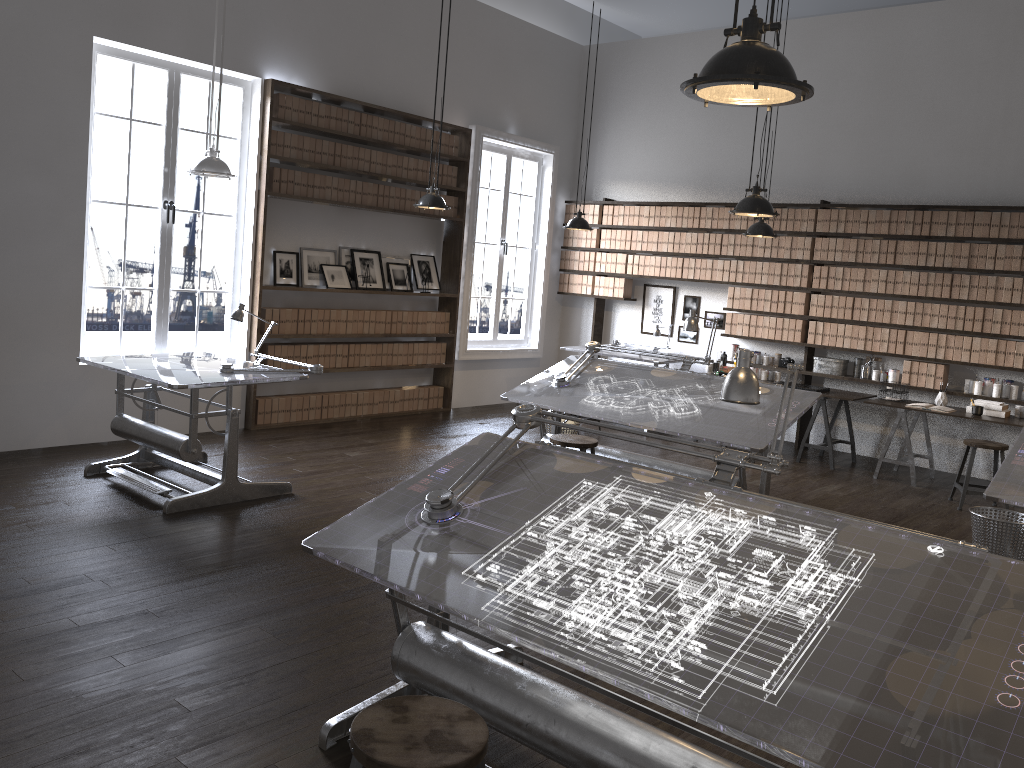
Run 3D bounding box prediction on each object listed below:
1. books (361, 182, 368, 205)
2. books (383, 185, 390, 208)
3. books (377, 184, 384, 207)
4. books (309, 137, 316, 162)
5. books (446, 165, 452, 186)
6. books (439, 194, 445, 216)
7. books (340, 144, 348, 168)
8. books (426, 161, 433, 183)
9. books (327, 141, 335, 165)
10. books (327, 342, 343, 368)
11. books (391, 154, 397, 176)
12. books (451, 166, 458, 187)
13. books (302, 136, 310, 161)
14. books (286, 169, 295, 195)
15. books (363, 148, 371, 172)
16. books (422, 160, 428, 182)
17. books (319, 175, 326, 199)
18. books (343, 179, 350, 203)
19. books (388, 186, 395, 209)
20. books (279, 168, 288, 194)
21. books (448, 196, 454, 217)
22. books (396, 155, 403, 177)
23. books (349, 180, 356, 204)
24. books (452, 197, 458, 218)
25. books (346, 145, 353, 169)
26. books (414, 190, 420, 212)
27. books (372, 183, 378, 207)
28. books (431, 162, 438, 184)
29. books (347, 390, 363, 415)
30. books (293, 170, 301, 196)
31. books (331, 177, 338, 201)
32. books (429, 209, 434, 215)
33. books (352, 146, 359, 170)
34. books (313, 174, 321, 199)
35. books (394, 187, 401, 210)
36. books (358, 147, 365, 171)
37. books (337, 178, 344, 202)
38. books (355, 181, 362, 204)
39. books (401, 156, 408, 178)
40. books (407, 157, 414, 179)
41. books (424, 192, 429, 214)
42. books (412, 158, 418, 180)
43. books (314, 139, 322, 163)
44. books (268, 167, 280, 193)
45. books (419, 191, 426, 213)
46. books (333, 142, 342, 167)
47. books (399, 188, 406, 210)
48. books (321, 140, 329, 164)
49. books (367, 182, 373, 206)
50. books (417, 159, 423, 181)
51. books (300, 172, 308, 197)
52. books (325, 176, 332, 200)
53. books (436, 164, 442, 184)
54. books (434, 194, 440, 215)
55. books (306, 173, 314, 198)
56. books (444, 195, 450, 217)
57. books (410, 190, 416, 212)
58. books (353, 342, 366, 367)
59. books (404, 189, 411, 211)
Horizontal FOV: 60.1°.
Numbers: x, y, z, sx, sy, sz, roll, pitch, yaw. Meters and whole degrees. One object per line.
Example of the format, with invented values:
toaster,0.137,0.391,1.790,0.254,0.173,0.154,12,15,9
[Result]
books,-1.465,-1.821,8.480,0.175,0.225,0.067,9,6,40
books,-1.290,-1.835,8.696,0.175,0.225,0.067,9,6,40
books,-1.334,-1.831,8.635,0.175,0.225,0.067,9,6,40
books,-1.853,-2.102,7.980,0.175,0.225,0.067,9,6,40
books,-0.718,-2.183,9.316,0.175,0.224,0.067,9,6,40
books,-0.789,-1.869,9.275,0.175,0.225,0.067,9,6,40
books,-1.619,-2.119,8.256,0.175,0.224,0.067,9,6,40
books,-0.906,-2.169,9.094,0.175,0.225,0.067,9,6,40
books,-1.716,-2.112,8.142,0.175,0.225,0.067,9,6,40
books,-1.704,-0.279,8.464,0.175,0.225,0.067,9,6,40
books,-1.218,-2.147,8.728,0.175,0.225,0.067,9,6,40
books,-0.667,-2.186,9.372,0.175,0.224,0.067,9,6,40
books,-1.892,-2.098,7.924,0.175,0.225,0.067,9,6,40
books,-2.012,-1.784,7.847,0.175,0.225,0.067,9,6,40
books,-1.439,-2.131,8.462,0.175,0.225,0.067,9,6,40
books,-0.952,-2.166,9.040,0.175,0.225,0.067,9,6,40
books,-1.786,-1.799,8.110,0.175,0.224,0.067,9,6,40
books,-1.609,-1.812,8.321,0.175,0.225,0.067,9,6,40
books,-1.240,-1.838,8.747,0.175,0.225,0.067,9,6,40
books,-2.056,-1.779,7.786,0.175,0.225,0.067,9,6,40
books,-0.709,-1.876,9.376,0.175,0.224,0.067,9,6,40
books,-1.171,-2.150,8.780,0.175,0.225,0.067,9,6,40
books,-1.561,-1.815,8.372,0.175,0.225,0.067,9,6,40
books,-0.664,-1.879,9.430,0.175,0.225,0.067,9,6,40
books,-1.575,-2.121,8.304,0.175,0.224,0.067,9,6,40
books,-1.022,-1.853,9.006,0.175,0.224,0.067,9,6,40
books,-1.386,-1.828,8.583,0.175,0.224,0.067,9,6,40
books,-0.857,-2.172,9.145,0.175,0.225,0.067,9,6,40
books,-1.552,0.185,8.724,0.175,0.225,0.067,9,6,40
books,-1.962,-1.786,7.898,0.175,0.225,0.067,9,6,40
books,-1.695,-1.805,8.211,0.175,0.225,0.067,9,6,40
books,-0.887,-1.864,9.171,0.175,0.225,0.067,9,6,40
books,-1.531,-2.124,8.349,0.175,0.225,0.067,9,6,40
books,-1.825,-1.796,8.056,0.175,0.225,0.067,9,6,40
books,-1.197,-1.842,8.804,0.175,0.225,0.067,9,6,40
books,-1.484,-2.127,8.405,0.175,0.225,0.067,9,6,40
books,-1.653,-1.809,8.267,0.175,0.225,0.067,9,6,40
books,-1.511,-1.818,8.425,0.175,0.225,0.067,9,6,40
books,-1.123,-2.153,8.832,0.175,0.225,0.067,9,6,40
books,-1.078,-2.156,8.888,0.175,0.224,0.067,9,6,40
books,-0.931,-1.860,9.116,0.175,0.225,0.067,9,6,40
books,-1.038,-2.160,8.937,0.175,0.224,0.067,9,6,40
books,-1.807,-2.105,8.034,0.175,0.225,0.067,9,6,40
books,-2.108,-1.777,7.733,0.175,0.224,0.067,9,6,40
books,-0.973,-1.857,9.060,0.175,0.225,0.067,9,6,40
books,-1.663,-2.114,8.196,0.175,0.225,0.067,9,6,40
books,-1.151,-1.845,8.858,0.175,0.225,0.067,9,6,40
books,-1.758,-2.108,8.085,0.175,0.225,0.067,9,6,40
books,-1.427,-1.825,8.531,0.175,0.224,0.067,9,6,40
books,-0.991,-2.162,8.985,0.175,0.225,0.067,9,6,40
books,-1.919,-1.790,7.954,0.175,0.225,0.067,9,6,40
books,-1.744,-1.802,8.157,0.175,0.224,0.067,9,6,40
books,-0.815,-2.176,9.202,0.175,0.225,0.067,9,6,40
books,-0.839,-1.867,9.221,0.175,0.225,0.067,9,6,40
books,-1.873,-1.793,8.008,0.175,0.225,0.067,9,6,40
books,-0.746,-1.872,9.325,0.175,0.225,0.067,9,6,40
books,-1.064,-1.851,8.959,0.175,0.224,0.067,9,6,40
books,-1.517,-0.292,8.681,0.175,0.225,0.067,9,6,40
books,-1.103,-1.847,8.906,0.175,0.225,0.067,9,6,40
